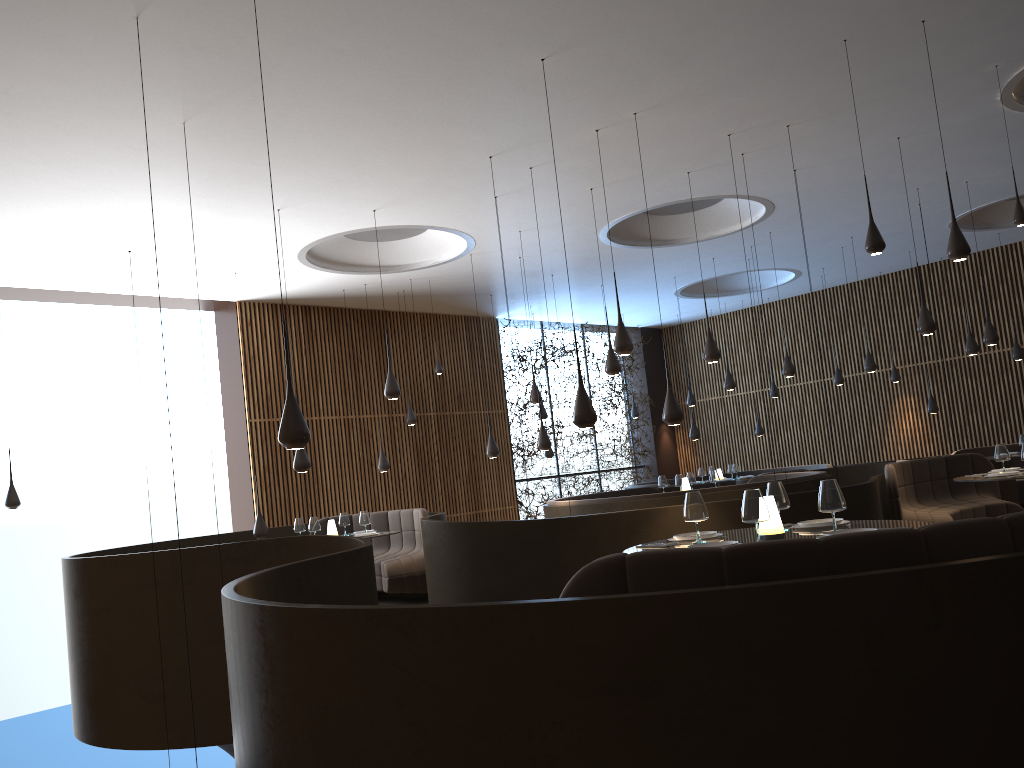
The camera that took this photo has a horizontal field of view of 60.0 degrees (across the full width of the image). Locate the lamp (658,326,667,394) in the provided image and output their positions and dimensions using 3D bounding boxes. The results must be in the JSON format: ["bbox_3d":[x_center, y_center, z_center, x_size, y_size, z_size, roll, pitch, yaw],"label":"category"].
[{"bbox_3d":[3.690,-0.302,21.506,0.195,2.219,0.196,-5,-5,-19],"label":"lamp"}]

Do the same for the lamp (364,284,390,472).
[{"bbox_3d":[-2.144,-0.105,13.821,0.196,2.955,0.196,-9,-5,30],"label":"lamp"}]

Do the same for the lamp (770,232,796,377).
[{"bbox_3d":[4.055,-1.207,13.418,0.196,2.219,0.196,-6,-5,-9],"label":"lamp"}]

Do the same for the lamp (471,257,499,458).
[{"bbox_3d":[-0.431,-0.411,12.739,0.196,2.955,0.196,-6,-5,1],"label":"lamp"}]

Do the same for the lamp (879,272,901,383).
[{"bbox_3d":[7.494,-1.136,17.662,0.196,2.219,0.196,-9,-5,30],"label":"lamp"}]

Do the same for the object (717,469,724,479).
[{"bbox_3d":[4.078,1.783,17.418,0.142,0.232,0.144,-9,-6,25],"label":"object"}]

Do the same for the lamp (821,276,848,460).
[{"bbox_3d":[6.444,0.978,17.207,0.195,6.263,0.196,-4,-5,-29],"label":"lamp"}]

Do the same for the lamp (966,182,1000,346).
[{"bbox_3d":[6.233,-1.616,11.824,0.196,2.219,0.196,-6,-5,-9],"label":"lamp"}]

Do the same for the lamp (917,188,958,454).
[{"bbox_3d":[5.831,0.462,11.739,0.196,6.263,0.196,-6,-5,-9],"label":"lamp"}]

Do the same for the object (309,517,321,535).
[{"bbox_3d":[-2.343,1.729,10.530,0.142,0.295,0.142,-11,-7,42],"label":"object"}]

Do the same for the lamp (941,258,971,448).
[{"bbox_3d":[8.575,0.690,16.731,0.195,6.263,0.196,-4,-5,-29],"label":"lamp"}]

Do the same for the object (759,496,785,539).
[{"bbox_3d":[1.439,0.744,4.955,0.142,0.232,0.144,-9,-5,23],"label":"object"}]

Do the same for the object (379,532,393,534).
[{"bbox_3d":[-1.541,1.815,10.801,0.262,0.017,0.126,-11,-8,38],"label":"object"}]

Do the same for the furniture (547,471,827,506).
[{"bbox_3d":[2.472,2.000,12.486,3.885,1.116,3.794,-9,-6,20],"label":"furniture"}]

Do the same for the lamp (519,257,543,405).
[{"bbox_3d":[0.241,-0.799,13.231,0.196,2.219,0.196,-10,-6,40],"label":"lamp"}]

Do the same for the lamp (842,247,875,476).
[{"bbox_3d":[5.969,0.779,14.855,0.195,6.263,0.196,-4,-5,-29],"label":"lamp"}]

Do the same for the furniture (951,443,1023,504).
[{"bbox_3d":[8.976,1.363,13.785,1.979,1.045,3.945,-5,-6,-13],"label":"furniture"}]

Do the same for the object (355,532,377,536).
[{"bbox_3d":[-1.745,1.796,10.577,0.263,0.029,0.263,-9,-7,22],"label":"object"}]

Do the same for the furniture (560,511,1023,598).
[{"bbox_3d":[2.222,1.000,3.998,4.238,1.119,1.473,-3,-7,-31],"label":"furniture"}]

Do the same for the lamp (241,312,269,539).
[{"bbox_3d":[-3.375,0.521,11.487,0.196,2.955,0.196,-6,-5,1],"label":"lamp"}]

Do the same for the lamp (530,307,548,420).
[{"bbox_3d":[0.485,-0.405,17.207,0.196,2.219,0.196,-6,-5,-9],"label":"lamp"}]

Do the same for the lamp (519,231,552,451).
[{"bbox_3d":[0.271,-0.588,11.813,0.196,2.955,0.196,-7,-5,11],"label":"lamp"}]

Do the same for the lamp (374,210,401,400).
[{"bbox_3d":[-1.487,-0.924,10.268,0.196,2.219,0.196,-6,-5,-9],"label":"lamp"}]

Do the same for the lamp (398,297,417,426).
[{"bbox_3d":[-1.781,-0.421,14.704,0.195,2.219,0.196,-5,-5,-19],"label":"lamp"}]

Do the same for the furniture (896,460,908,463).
[{"bbox_3d":[6.578,1.638,13.504,0.900,1.045,2.537,-6,-6,-3],"label":"furniture"}]

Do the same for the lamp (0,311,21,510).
[{"bbox_3d":[-6.702,0.180,11.740,0.195,2.955,0.196,-5,-5,-19],"label":"lamp"}]

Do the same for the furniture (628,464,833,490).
[{"bbox_3d":[4.248,2.276,17.146,3.888,1.045,3.795,-9,-6,22],"label":"furniture"}]

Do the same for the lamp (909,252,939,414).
[{"bbox_3d":[7.363,-0.935,15.945,0.196,2.955,0.196,-9,-5,30],"label":"lamp"}]

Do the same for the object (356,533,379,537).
[{"bbox_3d":[-1.744,1.806,10.576,0.332,0.014,0.332,-8,-6,16],"label":"object"}]

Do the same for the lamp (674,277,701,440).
[{"bbox_3d":[3.101,-0.467,15.884,0.196,2.955,0.196,-10,-6,40],"label":"lamp"}]

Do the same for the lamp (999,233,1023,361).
[{"bbox_3d":[8.570,-1.508,15.294,0.196,2.219,0.196,-8,-5,21],"label":"lamp"}]

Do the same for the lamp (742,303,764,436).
[{"bbox_3d":[5.167,-0.346,19.163,0.196,2.955,0.196,-9,-5,30],"label":"lamp"}]

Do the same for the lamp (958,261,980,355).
[{"bbox_3d":[6.651,-1.528,13.113,0.196,2.219,0.196,-6,-5,-9],"label":"lamp"}]

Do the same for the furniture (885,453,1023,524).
[{"bbox_3d":[5.071,1.384,10.313,2.530,1.058,0.933,-2,-7,-39],"label":"furniture"}]

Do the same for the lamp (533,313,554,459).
[{"bbox_3d":[0.595,0.030,17.931,0.196,2.955,0.196,-6,-5,-9],"label":"lamp"}]

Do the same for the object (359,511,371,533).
[{"bbox_3d":[-1.795,1.699,10.816,0.142,0.295,0.142,-2,-6,-41],"label":"object"}]

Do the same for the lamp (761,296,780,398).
[{"bbox_3d":[5.300,-0.817,18.356,0.196,2.219,0.196,-9,-5,30],"label":"lamp"}]

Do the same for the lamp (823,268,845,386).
[{"bbox_3d":[5.995,-1.079,16.636,0.196,2.219,0.196,-9,-5,30],"label":"lamp"}]

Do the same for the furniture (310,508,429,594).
[{"bbox_3d":[-1.861,2.225,11.591,2.537,1.058,0.931,-12,-7,41],"label":"furniture"}]

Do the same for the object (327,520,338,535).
[{"bbox_3d":[-2.205,1.780,10.857,0.142,0.232,0.145,-4,-5,-23],"label":"object"}]

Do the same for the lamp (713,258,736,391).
[{"bbox_3d":[3.494,-0.998,14.752,0.196,2.219,0.196,-6,-5,-9],"label":"lamp"}]

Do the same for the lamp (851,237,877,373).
[{"bbox_3d":[5.642,-1.287,14.315,0.196,2.219,0.196,-6,-5,-9],"label":"lamp"}]

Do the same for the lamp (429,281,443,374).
[{"bbox_3d":[-1.238,-0.904,14.123,0.133,1.505,0.133,-10,-6,40],"label":"lamp"}]

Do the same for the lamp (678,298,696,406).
[{"bbox_3d":[3.529,-0.651,18.068,0.196,2.219,0.196,-9,-5,30],"label":"lamp"}]

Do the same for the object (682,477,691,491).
[{"bbox_3d":[2.463,1.442,12.555,0.144,0.232,0.143,-4,-6,-29],"label":"object"}]

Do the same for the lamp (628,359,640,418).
[{"bbox_3d":[2.687,-0.326,20.239,0.195,2.219,0.196,-5,-5,-19],"label":"lamp"}]
